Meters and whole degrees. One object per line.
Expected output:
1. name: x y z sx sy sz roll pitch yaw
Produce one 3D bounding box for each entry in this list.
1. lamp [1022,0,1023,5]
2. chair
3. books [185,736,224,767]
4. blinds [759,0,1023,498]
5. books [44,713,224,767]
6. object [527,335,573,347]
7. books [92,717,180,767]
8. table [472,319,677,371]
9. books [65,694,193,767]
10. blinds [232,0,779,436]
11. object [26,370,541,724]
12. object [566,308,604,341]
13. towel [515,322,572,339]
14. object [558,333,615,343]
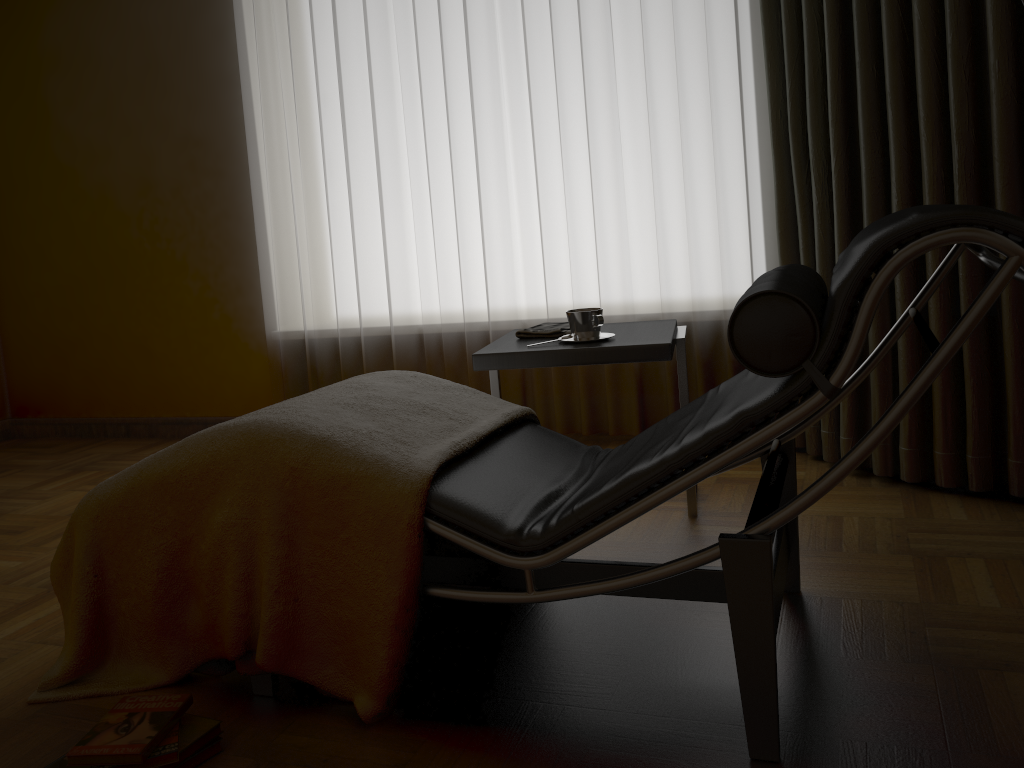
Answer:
1. lamp: 0.272 -0.438 1.671 1.412 1.952 0.456 -2 6 25
2. chair: 0.029 0.116 1.741 1.785 0.791 0.642 -2 7 21
3. books: -0.641 0.622 1.412 0.200 0.022 0.283 2 12 35
4. blinds: 1.164 -0.917 2.239 0.225 2.433 1.539 -7 6 -23
5. books: -0.626 0.601 1.406 0.189 0.020 0.268 0 11 25
6. object: 0.098 -0.113 2.282 0.123 0.019 0.029 -7 8 -10
7. books: -0.606 0.575 1.433 0.124 0.018 0.174 -8 10 -19
8. table: 0.196 -0.113 2.432 0.498 0.044 0.524 -3 10 13
9. books: -0.615 0.558 1.432 0.123 0.018 0.175 -4 10 6
10. blinds: -0.106 -0.932 3.346 2.192 2.273 0.093 -2 5 21
11. object: -0.445 0.270 1.958 0.907 0.516 0.928 -2 9 21
12. object: 0.198 -0.155 2.305 0.110 0.078 0.099 -2 8 23
13. towel: 0.129 -0.157 2.536 0.178 0.035 0.243 -1 10 25
14. object: 0.195 -0.119 2.311 0.150 0.009 0.152 0 11 26
